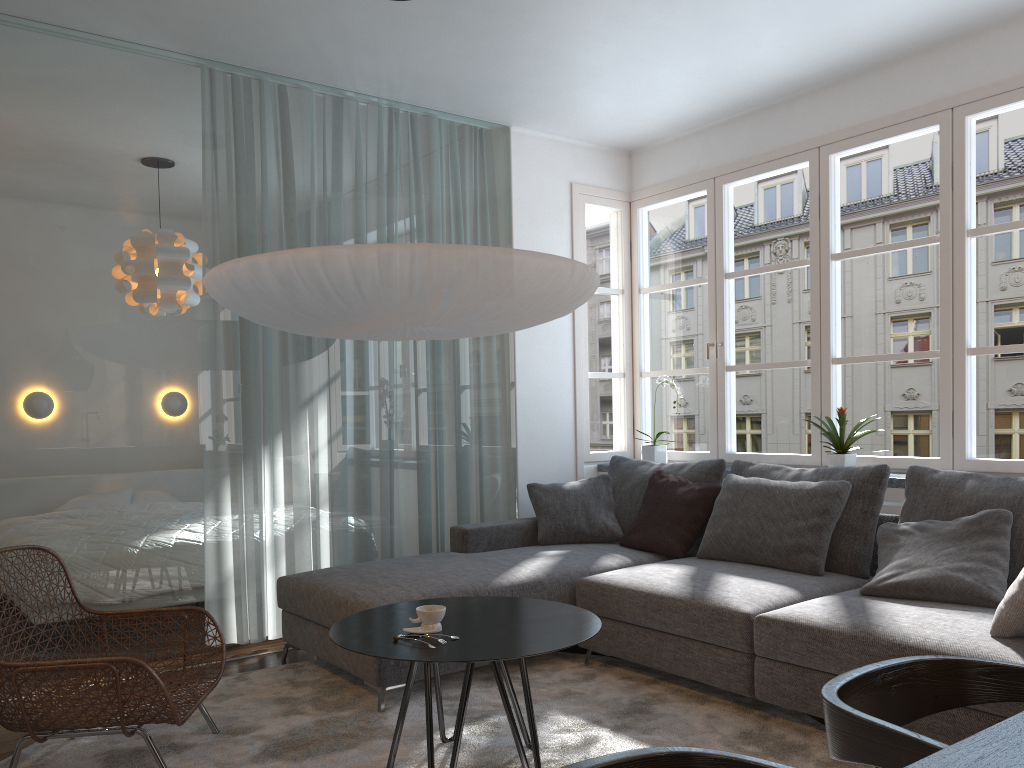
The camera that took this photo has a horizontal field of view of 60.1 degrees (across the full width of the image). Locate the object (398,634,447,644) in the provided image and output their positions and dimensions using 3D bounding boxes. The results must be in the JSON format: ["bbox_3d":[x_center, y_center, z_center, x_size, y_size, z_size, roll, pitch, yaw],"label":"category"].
[{"bbox_3d":[-0.264,0.741,2.582,0.164,0.016,0.025,-2,-1,28],"label":"object"}]

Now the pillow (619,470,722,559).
[{"bbox_3d":[0.784,0.644,4.433,0.310,0.404,0.521,-2,0,-35],"label":"pillow"}]

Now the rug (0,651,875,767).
[{"bbox_3d":[-0.288,1.227,2.843,2.839,0.012,2.835,-3,-3,33],"label":"rug"}]

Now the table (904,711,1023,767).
[{"bbox_3d":[0.625,0.788,0.527,2.498,0.680,1.107,0,-2,-37],"label":"table"}]

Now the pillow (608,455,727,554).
[{"bbox_3d":[0.756,0.631,4.730,0.275,0.478,0.836,-2,0,-36],"label":"pillow"}]

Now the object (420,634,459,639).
[{"bbox_3d":[-0.213,0.744,2.609,0.124,0.010,0.026,-2,-2,20],"label":"object"}]

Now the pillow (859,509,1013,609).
[{"bbox_3d":[1.559,0.620,3.256,0.492,0.321,0.443,-2,-1,35],"label":"pillow"}]

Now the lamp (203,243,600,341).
[{"bbox_3d":[-0.400,-0.295,3.381,1.469,0.210,1.470,-1,-2,0],"label":"lamp"}]

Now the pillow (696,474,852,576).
[{"bbox_3d":[1.163,0.619,3.966,0.292,0.398,0.667,-2,0,-37],"label":"pillow"}]

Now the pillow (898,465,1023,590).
[{"bbox_3d":[1.823,0.557,3.300,0.275,0.477,0.837,-2,0,-36],"label":"pillow"}]

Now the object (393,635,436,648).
[{"bbox_3d":[-0.284,0.741,2.544,0.168,0.015,0.015,-3,-1,40],"label":"object"}]

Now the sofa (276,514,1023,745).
[{"bbox_3d":[0.621,0.902,3.487,2.037,0.672,3.069,0,-2,-37],"label":"sofa"}]

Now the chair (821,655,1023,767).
[{"bbox_3d":[0.765,0.820,1.351,0.592,0.672,0.519,-1,1,-38],"label":"chair"}]

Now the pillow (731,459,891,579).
[{"bbox_3d":[1.285,0.593,4.039,0.276,0.475,0.840,-2,0,-36],"label":"pillow"}]

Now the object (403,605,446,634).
[{"bbox_3d":[-0.268,0.718,2.690,0.139,0.069,0.091,-1,-1,-25],"label":"object"}]

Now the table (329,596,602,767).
[{"bbox_3d":[-0.138,0.990,2.788,0.846,0.473,0.847,0,-1,-34],"label":"table"}]

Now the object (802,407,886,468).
[{"bbox_3d":[1.627,0.272,4.311,0.376,0.329,0.322,-1,0,28],"label":"object"}]

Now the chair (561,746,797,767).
[{"bbox_3d":[0.222,0.817,0.939,0.592,0.672,0.519,-1,1,-36],"label":"chair"}]

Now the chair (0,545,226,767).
[{"bbox_3d":[-1.360,0.891,2.888,0.685,0.711,0.718,-1,0,-4],"label":"chair"}]

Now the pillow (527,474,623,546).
[{"bbox_3d":[0.336,0.680,4.794,0.515,0.360,0.346,-1,0,3],"label":"pillow"}]

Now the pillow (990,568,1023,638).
[{"bbox_3d":[1.698,0.555,2.701,0.493,0.415,0.286,-1,0,-38],"label":"pillow"}]
